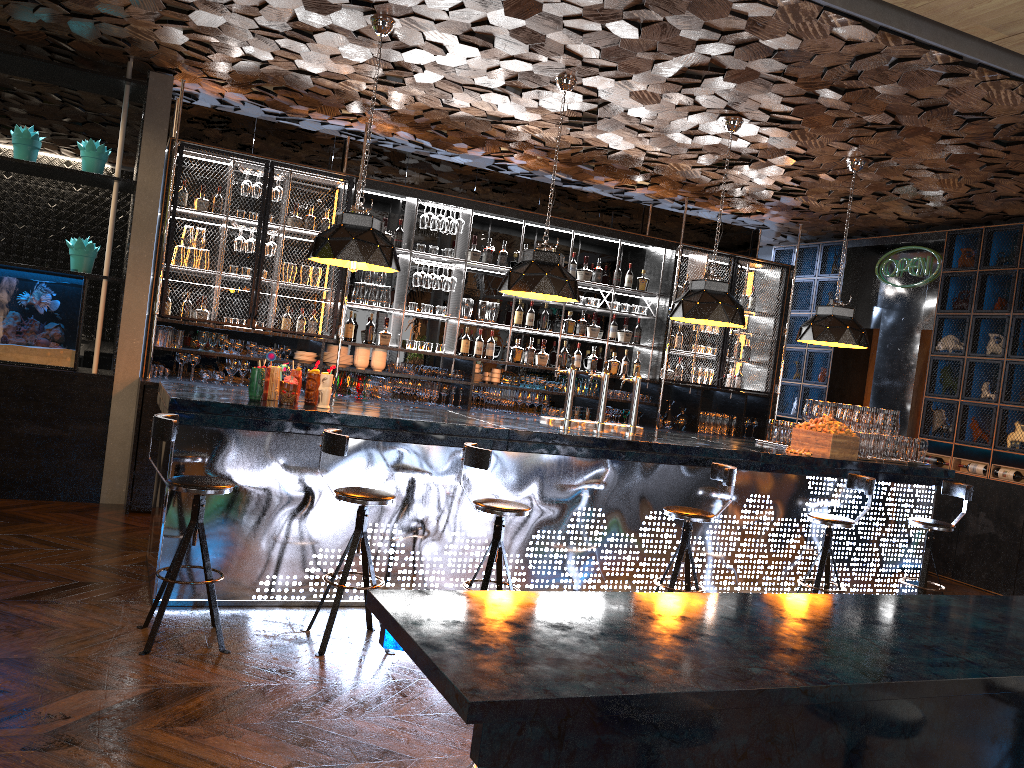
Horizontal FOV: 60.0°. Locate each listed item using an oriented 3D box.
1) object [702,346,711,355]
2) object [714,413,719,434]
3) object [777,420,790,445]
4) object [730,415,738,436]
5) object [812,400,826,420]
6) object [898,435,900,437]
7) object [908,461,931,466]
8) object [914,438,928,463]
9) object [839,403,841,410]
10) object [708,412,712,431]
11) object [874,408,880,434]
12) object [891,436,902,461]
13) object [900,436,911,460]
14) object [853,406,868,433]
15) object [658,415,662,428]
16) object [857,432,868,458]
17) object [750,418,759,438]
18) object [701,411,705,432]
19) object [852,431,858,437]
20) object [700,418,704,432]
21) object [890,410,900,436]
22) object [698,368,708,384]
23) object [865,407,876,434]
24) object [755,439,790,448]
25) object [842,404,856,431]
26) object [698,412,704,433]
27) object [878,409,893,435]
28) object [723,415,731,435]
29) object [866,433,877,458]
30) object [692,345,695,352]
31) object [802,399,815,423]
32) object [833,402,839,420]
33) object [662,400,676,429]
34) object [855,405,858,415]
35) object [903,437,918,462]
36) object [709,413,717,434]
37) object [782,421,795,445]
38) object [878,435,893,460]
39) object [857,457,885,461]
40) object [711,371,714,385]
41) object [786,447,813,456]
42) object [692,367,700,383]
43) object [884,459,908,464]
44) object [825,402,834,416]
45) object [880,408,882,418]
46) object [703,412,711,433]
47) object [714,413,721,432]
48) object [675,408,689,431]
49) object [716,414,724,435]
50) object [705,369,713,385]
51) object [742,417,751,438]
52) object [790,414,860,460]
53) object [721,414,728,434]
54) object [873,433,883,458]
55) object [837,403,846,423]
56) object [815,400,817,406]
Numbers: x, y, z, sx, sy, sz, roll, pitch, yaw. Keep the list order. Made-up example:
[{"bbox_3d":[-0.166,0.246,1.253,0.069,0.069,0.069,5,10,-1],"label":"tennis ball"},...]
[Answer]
[{"bbox_3d":[2.201,-0.377,10.051,0.089,0.092,0.089,7,2,-24],"label":"object"},{"bbox_3d":[2.342,0.451,10.080,0.079,0.231,0.079,7,2,-23],"label":"object"},{"bbox_3d":[2.339,0.421,7.650,0.105,0.209,0.105,7,1,1],"label":"object"},{"bbox_3d":[2.514,0.474,10.059,0.079,0.231,0.079,6,2,-28],"label":"object"},{"bbox_3d":[2.613,0.247,7.535,0.105,0.209,0.105,7,1,1],"label":"object"},{"bbox_3d":[3.308,0.546,7.624,0.105,0.209,0.105,7,1,1],"label":"object"},{"bbox_3d":[3.274,0.641,7.482,0.273,0.019,0.437,7,2,-24],"label":"object"},{"bbox_3d":[3.406,0.564,7.397,0.105,0.209,0.105,9,2,41],"label":"object"},{"bbox_3d":[2.909,0.277,7.814,0.105,0.209,0.105,7,1,1],"label":"object"},{"bbox_3d":[2.255,0.439,10.128,0.079,0.231,0.079,6,2,-31],"label":"object"},{"bbox_3d":[3.003,0.301,7.360,0.105,0.209,0.105,7,1,1],"label":"object"},{"bbox_3d":[3.134,0.531,7.258,0.105,0.209,0.105,7,1,1],"label":"object"},{"bbox_3d":[3.313,0.550,7.486,0.105,0.209,0.105,7,1,1],"label":"object"},{"bbox_3d":[2.807,0.282,7.133,0.105,0.209,0.105,7,1,1],"label":"object"},{"bbox_3d":[1.578,0.323,9.765,0.186,0.307,0.186,7,2,-19],"label":"object"},{"bbox_3d":[2.787,0.491,7.075,0.105,0.209,0.105,7,1,1],"label":"object"},{"bbox_3d":[2.783,0.507,10.219,0.101,0.227,0.101,9,2,43],"label":"object"},{"bbox_3d":[2.177,0.429,10.104,0.079,0.231,0.079,7,1,8],"label":"object"},{"bbox_3d":[2.751,0.484,7.185,0.105,0.209,0.105,7,1,1],"label":"object"},{"bbox_3d":[2.111,0.424,9.973,0.079,0.231,0.079,6,2,-45],"label":"object"},{"bbox_3d":[3.140,0.320,7.299,0.105,0.209,0.105,7,1,1],"label":"object"},{"bbox_3d":[2.146,-0.072,9.981,0.105,0.209,0.105,6,2,-39],"label":"object"},{"bbox_3d":[2.887,0.291,7.175,0.105,0.209,0.105,7,1,1],"label":"object"},{"bbox_3d":[2.305,0.516,7.508,0.273,0.019,0.437,7,2,-24],"label":"object"},{"bbox_3d":[2.751,0.272,7.235,0.105,0.209,0.105,7,1,1],"label":"object"},{"bbox_3d":[2.082,0.424,9.860,0.079,0.231,0.079,8,1,11],"label":"object"},{"bbox_3d":[3.059,0.311,7.258,0.105,0.209,0.105,7,1,1],"label":"object"},{"bbox_3d":[2.422,0.463,10.016,0.079,0.231,0.079,8,1,11],"label":"object"},{"bbox_3d":[2.882,0.502,7.133,0.105,0.209,0.105,7,1,1],"label":"object"},{"bbox_3d":[2.079,-0.392,10.043,0.089,0.092,0.089,8,2,32],"label":"object"},{"bbox_3d":[2.558,0.237,7.637,0.105,0.209,0.105,7,1,1],"label":"object"},{"bbox_3d":[2.810,0.266,7.762,0.105,0.209,0.105,7,1,1],"label":"object"},{"bbox_3d":[1.739,0.339,9.838,0.170,0.313,0.170,6,2,-30],"label":"object"},{"bbox_3d":[2.850,0.283,7.286,0.105,0.209,0.105,7,1,1],"label":"object"},{"bbox_3d":[3.303,0.552,7.363,0.105,0.209,0.105,9,2,41],"label":"object"},{"bbox_3d":[2.249,0.443,9.941,0.079,0.231,0.079,9,2,42],"label":"object"},{"bbox_3d":[2.343,0.425,7.513,0.105,0.209,0.105,7,1,1],"label":"object"},{"bbox_3d":[3.039,0.520,7.200,0.105,0.209,0.105,7,1,1],"label":"object"},{"bbox_3d":[2.773,0.583,7.229,0.273,0.019,0.437,7,2,-24],"label":"object"},{"bbox_3d":[2.318,-0.055,10.182,0.105,0.209,0.105,6,2,-39],"label":"object"},{"bbox_3d":[2.224,0.522,6.855,0.198,0.045,0.377,8,1,14],"label":"object"},{"bbox_3d":[2.092,-0.082,10.083,0.105,0.209,0.105,6,2,-39],"label":"object"},{"bbox_3d":[3.026,0.612,7.354,0.273,0.019,0.437,7,2,-24],"label":"object"},{"bbox_3d":[2.694,0.256,7.577,0.105,0.209,0.105,7,1,1],"label":"object"},{"bbox_3d":[3.102,0.312,7.411,0.105,0.209,0.105,7,1,1],"label":"object"},{"bbox_3d":[2.174,0.434,9.904,0.079,0.231,0.079,6,2,-28],"label":"object"},{"bbox_3d":[2.349,0.450,10.178,0.079,0.231,0.079,8,2,23],"label":"object"},{"bbox_3d":[1.885,0.390,9.846,0.158,0.248,0.158,6,2,-30],"label":"object"},{"bbox_3d":[2.338,0.453,9.981,0.079,0.231,0.079,7,1,2],"label":"object"},{"bbox_3d":[2.229,-0.064,10.088,0.105,0.209,0.105,6,2,-39],"label":"object"},{"bbox_3d":[2.670,0.495,10.123,0.101,0.227,0.101,9,2,43],"label":"object"},{"bbox_3d":[2.521,0.401,7.084,0.340,0.332,0.464,7,2,-21],"label":"object"},{"bbox_3d":[2.429,0.461,10.118,0.079,0.231,0.079,6,2,-45],"label":"object"},{"bbox_3d":[3.003,0.513,7.310,0.105,0.209,0.105,7,1,1],"label":"object"},{"bbox_3d":[2.866,0.276,7.660,0.105,0.209,0.105,7,1,1],"label":"object"},{"bbox_3d":[2.657,0.248,7.689,0.105,0.209,0.105,7,1,1],"label":"object"}]
